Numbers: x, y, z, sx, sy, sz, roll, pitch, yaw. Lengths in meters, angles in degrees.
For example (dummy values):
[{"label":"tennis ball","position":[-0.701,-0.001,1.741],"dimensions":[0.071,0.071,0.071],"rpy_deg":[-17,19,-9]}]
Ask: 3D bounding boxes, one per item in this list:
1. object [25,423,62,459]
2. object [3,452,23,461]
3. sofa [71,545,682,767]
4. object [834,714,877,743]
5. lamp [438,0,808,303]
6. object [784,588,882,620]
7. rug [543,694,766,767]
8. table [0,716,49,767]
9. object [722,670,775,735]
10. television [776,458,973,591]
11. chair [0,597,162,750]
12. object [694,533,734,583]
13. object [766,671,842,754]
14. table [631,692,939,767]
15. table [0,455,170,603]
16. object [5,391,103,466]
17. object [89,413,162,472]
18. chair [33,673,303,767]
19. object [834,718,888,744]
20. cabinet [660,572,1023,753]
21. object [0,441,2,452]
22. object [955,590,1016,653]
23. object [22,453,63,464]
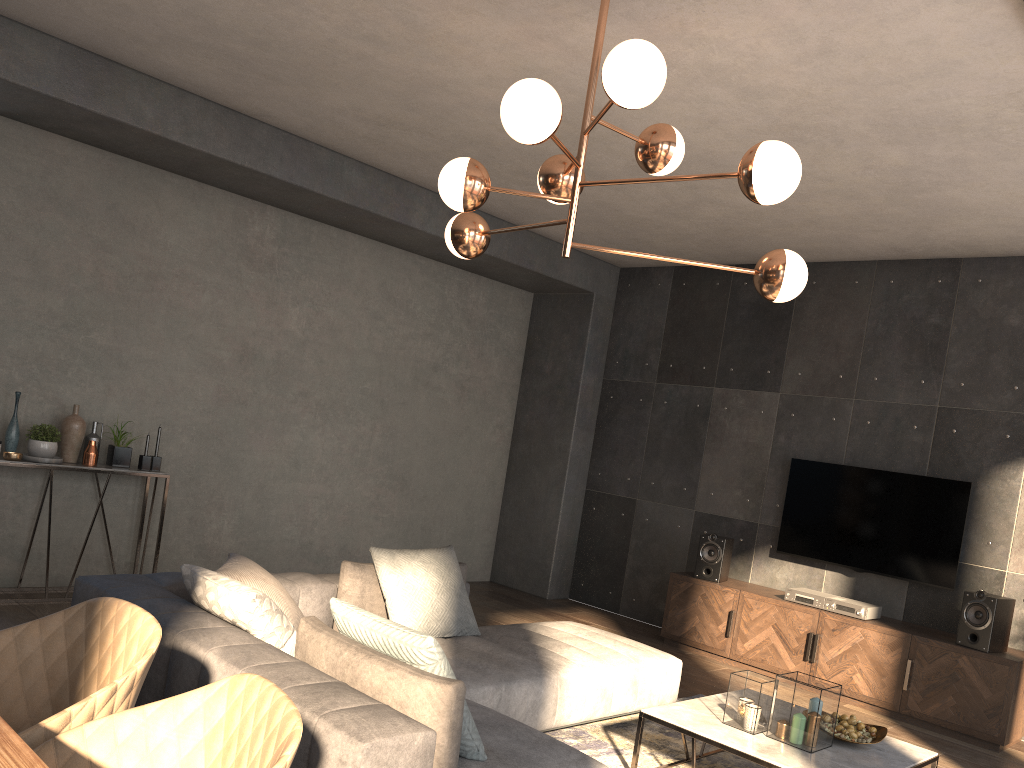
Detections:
[{"label":"object","position":[-2.776,0.346,5.239],"dimensions":[0.186,0.228,0.196],"rpy_deg":[9,0,23]},{"label":"object","position":[-2.869,0.417,5.074],"dimensions":[0.098,0.041,0.100],"rpy_deg":[6,-4,43]},{"label":"sofa","position":[-0.129,1.224,3.924],"dimensions":[2.010,0.785,2.932],"rpy_deg":[6,-4,44]},{"label":"object","position":[1.439,1.495,3.835],"dimensions":[0.275,0.072,0.326],"rpy_deg":[7,-4,33]},{"label":"lamp","position":[0.319,-0.929,3.050],"dimensions":[1.457,1.040,1.019],"rpy_deg":[8,-1,20]},{"label":"object","position":[2.193,1.504,6.050],"dimensions":[0.569,0.087,0.272],"rpy_deg":[6,-4,44]},{"label":"rug","position":[0.686,1.726,3.669],"dimensions":[1.718,0.020,3.166],"rpy_deg":[5,-5,44]},{"label":"table","position":[-1.314,0.897,1.376],"dimensions":[1.457,0.770,0.774],"rpy_deg":[7,-2,44]},{"label":"object","position":[1.017,1.353,3.763],"dimensions":[0.147,0.221,0.151],"rpy_deg":[9,0,44]},{"label":"television","position":[2.510,0.966,6.221],"dimensions":[1.257,0.737,0.057],"rpy_deg":[7,0,44]},{"label":"chair","position":[-1.156,0.925,2.012],"dimensions":[0.551,0.838,0.513],"rpy_deg":[9,0,39]},{"label":"object","position":[1.532,1.305,6.692],"dimensions":[0.197,0.355,0.250],"rpy_deg":[9,0,29]},{"label":"object","position":[1.213,1.357,3.668],"dimensions":[0.198,0.261,0.198],"rpy_deg":[9,0,44]},{"label":"table","position":[1.175,1.648,3.806],"dimensions":[0.924,0.309,0.937],"rpy_deg":[6,-4,44]},{"label":"table","position":[-2.744,0.892,5.402],"dimensions":[0.297,0.822,1.108],"rpy_deg":[10,0,44]},{"label":"object","position":[-2.718,0.279,5.331],"dimensions":[0.223,0.391,0.565],"rpy_deg":[9,-1,40]},{"label":"object","position":[-2.440,0.364,5.609],"dimensions":[0.402,0.338,0.315],"rpy_deg":[9,-1,-4]},{"label":"chair","position":[-0.719,0.968,1.592],"dimensions":[0.513,0.838,0.551],"rpy_deg":[8,0,-36]},{"label":"object","position":[1.435,1.491,3.827],"dimensions":[0.345,0.084,0.349],"rpy_deg":[8,-3,22]},{"label":"cabinet","position":[2.192,1.831,6.111],"dimensions":[2.392,0.552,0.544],"rpy_deg":[6,-3,44]},{"label":"object","position":[-2.977,0.371,5.059],"dimensions":[0.084,0.098,0.084],"rpy_deg":[9,0,2]},{"label":"object","position":[2.883,1.434,5.378],"dimensions":[0.250,0.355,0.197],"rpy_deg":[9,0,-36]},{"label":"object","position":[-2.794,0.443,5.242],"dimensions":[0.230,0.031,0.227],"rpy_deg":[12,-4,-40]}]
